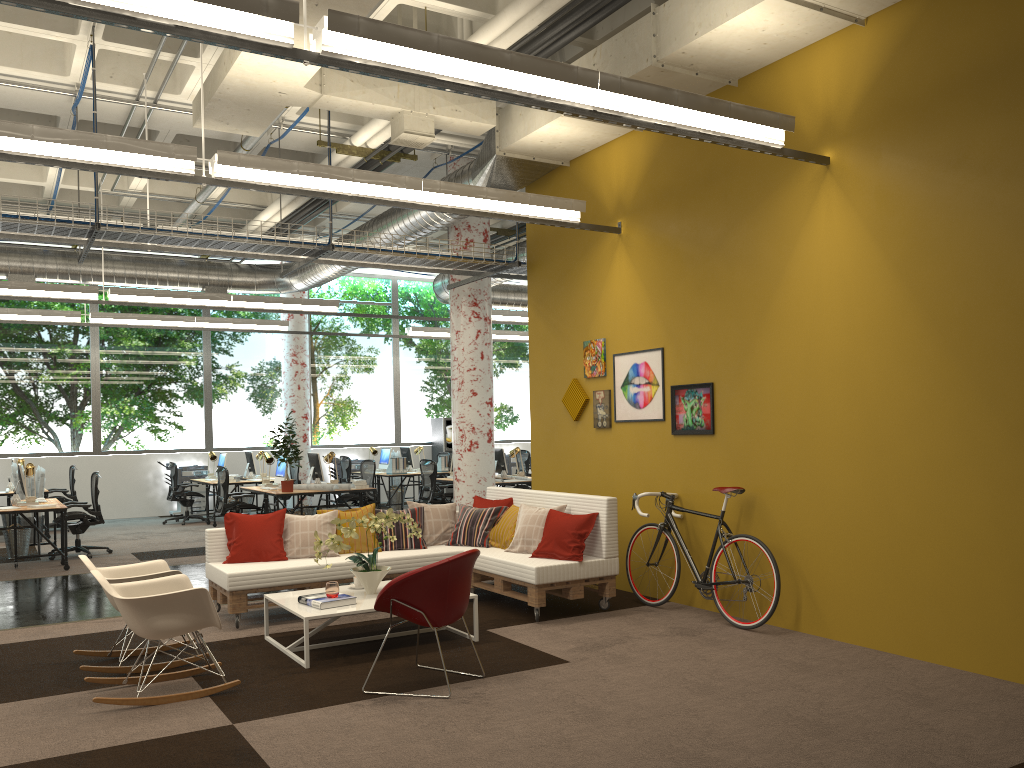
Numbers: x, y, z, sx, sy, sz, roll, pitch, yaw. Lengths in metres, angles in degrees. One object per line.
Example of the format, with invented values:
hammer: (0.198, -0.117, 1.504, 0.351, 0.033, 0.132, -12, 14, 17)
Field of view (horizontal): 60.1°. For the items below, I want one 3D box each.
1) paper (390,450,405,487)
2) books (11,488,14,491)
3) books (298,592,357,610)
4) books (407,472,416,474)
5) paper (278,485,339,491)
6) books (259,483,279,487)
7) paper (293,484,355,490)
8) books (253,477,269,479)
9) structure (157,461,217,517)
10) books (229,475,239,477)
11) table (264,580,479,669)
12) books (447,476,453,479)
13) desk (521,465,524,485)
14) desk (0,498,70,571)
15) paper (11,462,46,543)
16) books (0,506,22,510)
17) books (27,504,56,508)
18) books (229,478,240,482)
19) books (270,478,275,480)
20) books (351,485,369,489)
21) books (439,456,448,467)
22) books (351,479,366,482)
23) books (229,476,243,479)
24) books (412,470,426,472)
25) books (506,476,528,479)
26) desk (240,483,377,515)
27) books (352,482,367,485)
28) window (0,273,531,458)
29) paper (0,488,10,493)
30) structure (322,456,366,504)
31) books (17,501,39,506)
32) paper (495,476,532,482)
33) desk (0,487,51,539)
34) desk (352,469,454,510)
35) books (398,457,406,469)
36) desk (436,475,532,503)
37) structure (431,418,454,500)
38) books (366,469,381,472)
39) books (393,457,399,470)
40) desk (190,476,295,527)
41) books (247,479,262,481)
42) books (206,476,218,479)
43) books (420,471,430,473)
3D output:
paper: (-2.458, 1.934, 18.745, 0.441, 1.198, 0.412, -1, 0, 37)
books: (-7.757, 1.650, 13.947, 0.225, 0.038, 0.309, 0, -3, -30)
books: (-1.279, 1.497, 6.130, 0.279, 0.048, 0.334, 1, -4, -40)
books: (-1.938, 1.687, 16.802, 0.243, 0.019, 0.205, -3, -4, 37)
paper: (-2.792, 1.401, 12.044, 1.135, 0.082, 0.083, -3, -2, 34)
books: (-3.572, 1.491, 13.025, 0.225, 0.038, 0.309, 0, -3, -30)
paper: (-2.648, 1.402, 12.129, 1.135, 0.082, 0.083, -3, -2, 24)
books: (-4.499, 1.681, 15.872, 0.225, 0.038, 0.309, 0, -3, -30)
structure: (-6.206, 1.994, 16.975, 1.057, 1.057, 0.503, 0, -1, -31)
books: (-4.756, 1.563, 15.083, 0.153, 0.030, 0.185, -1, -3, -3)
table: (-1.034, 1.695, 6.429, 1.262, 0.330, 0.986, 0, -3, -31)
books: (-0.908, 1.542, 14.676, 0.225, 0.038, 0.309, 0, -3, -30)
desk: (1.276, 2.128, 19.462, 1.400, 0.724, 1.943, 0, -3, -31)
desk: (-6.178, 1.826, 10.646, 1.400, 0.724, 1.943, 0, -3, -31)
paper: (-7.111, 1.735, 13.055, 0.441, 1.198, 0.412, -1, 0, 37)
books: (-5.770, 1.419, 10.125, 0.243, 0.019, 0.205, -3, -4, 37)
books: (-5.452, 1.417, 10.264, 0.200, 0.024, 0.235, -3, -4, 33)
books: (-4.762, 1.640, 15.067, 0.200, 0.050, 0.272, -1, -3, -3)
books: (-4.119, 1.661, 15.465, 0.200, 0.024, 0.235, -3, -4, 33)
books: (-2.117, 1.413, 12.205, 0.200, 0.050, 0.272, 1, -3, -33)
books: (-1.322, 1.540, 17.079, 0.068, 0.310, 0.234, -1, -1, -31)
books: (-2.120, 1.335, 12.222, 0.153, 0.030, 0.185, 1, -3, -33)
books: (-4.740, 1.594, 15.082, 0.193, 0.044, 0.257, -2, -3, 17)
books: (-1.809, 1.707, 17.461, 0.225, 0.038, 0.309, 0, -3, -30)
books: (0.081, 1.500, 14.274, 0.225, 0.038, 0.309, 0, -3, -30)
desk: (-2.929, 1.837, 12.598, 1.400, 0.724, 1.943, 0, -3, -31)
books: (-2.106, 1.367, 12.229, 0.193, 0.044, 0.258, -1, -3, -13)
window: (-3.430, -0.510, 19.043, 26.193, 3.763, 0.050, 1, -1, -31)
paper: (-7.872, 1.614, 13.279, 0.625, 0.061, 0.568, 1, -4, -33)
structure: (-3.419, 2.021, 18.624, 1.057, 1.057, 0.503, 0, -1, -31)
books: (-5.831, 1.438, 10.671, 0.225, 0.038, 0.309, 0, -3, -30)
paper: (-0.034, 1.464, 13.605, 0.625, 0.061, 0.568, 1, -4, -33)
desk: (-8.103, 2.038, 13.922, 1.400, 0.724, 1.943, 0, -3, -31)
desk: (-2.156, 2.095, 17.435, 1.400, 0.724, 1.943, 0, -3, -31)
books: (-2.065, 1.533, 16.639, 0.068, 0.310, 0.234, -1, -1, -31)
desk: (-0.265, 1.888, 14.249, 1.400, 0.724, 1.943, 0, -3, -31)
structure: (-1.323, 1.665, 19.864, 0.750, 1.810, 0.638, -1, 0, -31)
books: (-2.799, 1.749, 17.862, 0.225, 0.038, 0.309, 0, -3, -30)
books: (-2.193, 1.532, 16.564, 0.068, 0.310, 0.234, -1, -1, -31)
desk: (-4.845, 2.070, 15.847, 1.400, 0.724, 1.943, 0, -3, -31)
books: (-4.438, 1.663, 15.325, 0.243, 0.019, 0.205, -3, -4, 37)
books: (-5.488, 1.724, 16.273, 0.225, 0.038, 0.309, 0, -3, -30)
books: (-1.619, 1.685, 16.942, 0.200, 0.024, 0.235, -3, -4, 33)
